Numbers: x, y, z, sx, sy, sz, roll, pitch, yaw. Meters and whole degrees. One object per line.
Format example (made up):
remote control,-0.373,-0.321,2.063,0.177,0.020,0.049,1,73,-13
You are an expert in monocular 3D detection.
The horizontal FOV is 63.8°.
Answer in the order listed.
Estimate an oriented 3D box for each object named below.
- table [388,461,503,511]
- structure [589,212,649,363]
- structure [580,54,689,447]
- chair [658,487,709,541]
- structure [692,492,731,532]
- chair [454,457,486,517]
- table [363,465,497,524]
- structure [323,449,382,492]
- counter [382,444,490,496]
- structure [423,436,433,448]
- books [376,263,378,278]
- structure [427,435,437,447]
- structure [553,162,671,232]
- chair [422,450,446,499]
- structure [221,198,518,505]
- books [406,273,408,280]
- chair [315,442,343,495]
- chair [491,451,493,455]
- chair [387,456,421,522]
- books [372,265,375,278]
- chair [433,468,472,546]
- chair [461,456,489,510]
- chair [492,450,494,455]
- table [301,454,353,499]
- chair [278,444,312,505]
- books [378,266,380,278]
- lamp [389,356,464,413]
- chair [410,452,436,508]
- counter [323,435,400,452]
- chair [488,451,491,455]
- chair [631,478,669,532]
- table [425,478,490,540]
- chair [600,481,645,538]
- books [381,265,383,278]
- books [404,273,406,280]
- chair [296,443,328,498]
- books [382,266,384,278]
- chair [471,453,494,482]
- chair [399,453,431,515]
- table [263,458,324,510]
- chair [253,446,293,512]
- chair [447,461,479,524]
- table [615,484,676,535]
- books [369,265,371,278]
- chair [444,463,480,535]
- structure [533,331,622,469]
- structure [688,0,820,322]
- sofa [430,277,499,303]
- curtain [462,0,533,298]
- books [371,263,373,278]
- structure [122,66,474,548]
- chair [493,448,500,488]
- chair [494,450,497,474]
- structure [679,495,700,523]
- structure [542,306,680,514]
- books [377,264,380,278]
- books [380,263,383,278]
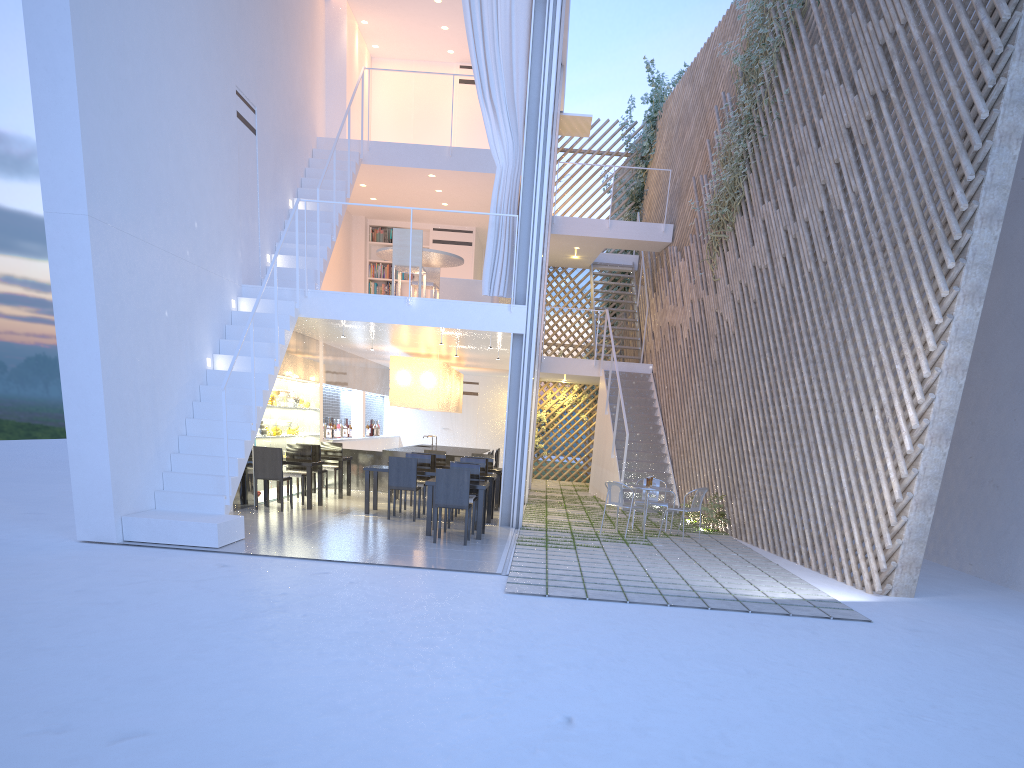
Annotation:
table,-0.545,0.837,6.810,0.916,0.356,0.328,4,8,1
structure,1.234,-1.150,9.622,0.538,2.020,1.156,3,12,-3
structure,1.451,-1.354,11.078,1.119,4.846,3.049,4,11,0
chair,1.212,0.895,5.728,0.236,0.408,0.254,15,16,41
structure,1.554,0.995,6.385,0.296,0.347,0.293,2,9,-13
chair,-0.309,0.772,6.092,0.192,0.470,0.218,4,13,2
table,-0.582,0.791,5.926,0.916,0.356,0.328,4,8,1
structure,-1.459,0.779,7.486,0.556,0.398,0.011,4,17,1
counter,-0.727,0.886,8.660,0.814,0.396,2.388,4,-2,2
structure,-0.913,0.624,8.925,0.113,0.133,0.031,4,16,1
books,-1.427,-1.193,8.709,0.011,0.164,0.075,5,14,3
structure,-0.900,0.641,9.245,0.113,0.133,0.031,4,16,1
structure,1.014,-1.901,8.370,1.139,0.612,0.025,4,17,1
chair,-0.679,0.789,7.030,0.192,0.470,0.218,4,13,2
structure,-0.732,-0.201,4.687,1.366,1.919,1.336,4,11,2
books,-1.107,-1.141,8.723,0.021,0.106,0.058,5,12,2
chair,-1.576,0.722,7.055,0.192,0.470,0.218,4,13,2
chair,-0.324,0.870,8.134,0.240,0.471,0.173,4,15,0
chair,-0.736,0.718,5.653,0.192,0.470,0.218,4,13,2
books,-1.457,-1.180,8.710,0.021,0.132,0.085,5,11,2
chair,-0.337,0.704,4.749,0.192,0.470,0.218,4,13,2
chair,-0.289,0.797,6.581,0.192,0.470,0.218,4,13,2
chair,-0.321,0.886,8.455,0.241,0.471,0.173,3,15,-3
table,-1.539,0.762,6.822,0.359,0.356,0.328,4,8,2
chair,-1.614,0.674,6.122,0.192,0.470,0.218,4,13,2
books,-1.400,-1.177,8.710,0.015,0.135,0.082,5,12,3
lamp,-0.829,0.044,8.403,0.448,0.446,2.186,4,-2,3
chair,-0.697,0.766,6.586,0.192,0.470,0.218,4,13,2
counter,-1.685,0.820,9.266,0.233,0.457,3.448,5,-2,3
chair,-0.341,0.853,7.814,0.240,0.471,0.173,5,15,3
chair,1.043,0.906,6.210,0.263,0.408,0.227,4,12,2
table,-0.339,0.768,5.083,0.359,0.356,0.328,4,8,2
chair,0.758,0.857,5.656,0.242,0.408,0.247,-7,16,-42
books,-1.367,-1.179,8.705,0.008,0.144,0.088,5,12,3
books,-1.128,-1.142,8.723,0.021,0.106,0.058,5,12,2
chair,-1.596,0.697,6.578,0.192,0.470,0.218,4,13,2
books,-1.360,-1.175,8.706,0.007,0.138,0.088,5,11,3
chair,-0.271,0.820,7.025,0.192,0.470,0.218,4,13,2
chair,-0.718,0.741,6.097,0.192,0.470,0.218,4,13,2
table,-1.576,0.716,5.938,0.359,0.356,0.328,4,8,2
chair,-1.634,0.649,5.646,0.192,0.470,0.218,4,13,2
chair,-0.327,0.749,5.648,0.192,0.470,0.218,4,13,2
table,0.960,0.907,5.921,0.345,0.358,0.328,-2,10,-36
books,-1.496,-1.186,8.708,0.015,0.138,0.088,5,11,3
chair,-0.317,0.729,5.226,0.192,0.470,0.218,4,13,2
structure,0.774,0.291,10.812,1.145,2.144,0.264,4,17,1
structure,1.898,-1.956,6.124,0.745,2.914,2.181,2,10,-6
sofa,-0.396,-0.629,7.099,0.499,0.390,0.932,4,0,2
curtain,-0.156,-1.813,4.962,0.517,2.596,0.088,3,17,-2
books,-1.481,-1.191,8.709,0.015,0.152,0.081,5,13,3
structure,-0.844,-0.795,5.198,1.731,3.540,3.418,5,8,2
chair,-0.273,0.921,9.095,0.240,0.471,0.174,5,15,3
chair,-0.290,0.904,8.775,0.240,0.471,0.173,4,15,-1
structure,1.558,1.061,7.009,0.265,0.279,0.246,5,9,9
structure,0.949,0.198,8.194,1.187,2.099,1.822,3,9,-5
books,-1.414,-1.186,8.713,0.015,0.152,0.072,5,13,3
books,-1.384,-1.189,8.706,0.015,0.164,0.080,5,13,3
